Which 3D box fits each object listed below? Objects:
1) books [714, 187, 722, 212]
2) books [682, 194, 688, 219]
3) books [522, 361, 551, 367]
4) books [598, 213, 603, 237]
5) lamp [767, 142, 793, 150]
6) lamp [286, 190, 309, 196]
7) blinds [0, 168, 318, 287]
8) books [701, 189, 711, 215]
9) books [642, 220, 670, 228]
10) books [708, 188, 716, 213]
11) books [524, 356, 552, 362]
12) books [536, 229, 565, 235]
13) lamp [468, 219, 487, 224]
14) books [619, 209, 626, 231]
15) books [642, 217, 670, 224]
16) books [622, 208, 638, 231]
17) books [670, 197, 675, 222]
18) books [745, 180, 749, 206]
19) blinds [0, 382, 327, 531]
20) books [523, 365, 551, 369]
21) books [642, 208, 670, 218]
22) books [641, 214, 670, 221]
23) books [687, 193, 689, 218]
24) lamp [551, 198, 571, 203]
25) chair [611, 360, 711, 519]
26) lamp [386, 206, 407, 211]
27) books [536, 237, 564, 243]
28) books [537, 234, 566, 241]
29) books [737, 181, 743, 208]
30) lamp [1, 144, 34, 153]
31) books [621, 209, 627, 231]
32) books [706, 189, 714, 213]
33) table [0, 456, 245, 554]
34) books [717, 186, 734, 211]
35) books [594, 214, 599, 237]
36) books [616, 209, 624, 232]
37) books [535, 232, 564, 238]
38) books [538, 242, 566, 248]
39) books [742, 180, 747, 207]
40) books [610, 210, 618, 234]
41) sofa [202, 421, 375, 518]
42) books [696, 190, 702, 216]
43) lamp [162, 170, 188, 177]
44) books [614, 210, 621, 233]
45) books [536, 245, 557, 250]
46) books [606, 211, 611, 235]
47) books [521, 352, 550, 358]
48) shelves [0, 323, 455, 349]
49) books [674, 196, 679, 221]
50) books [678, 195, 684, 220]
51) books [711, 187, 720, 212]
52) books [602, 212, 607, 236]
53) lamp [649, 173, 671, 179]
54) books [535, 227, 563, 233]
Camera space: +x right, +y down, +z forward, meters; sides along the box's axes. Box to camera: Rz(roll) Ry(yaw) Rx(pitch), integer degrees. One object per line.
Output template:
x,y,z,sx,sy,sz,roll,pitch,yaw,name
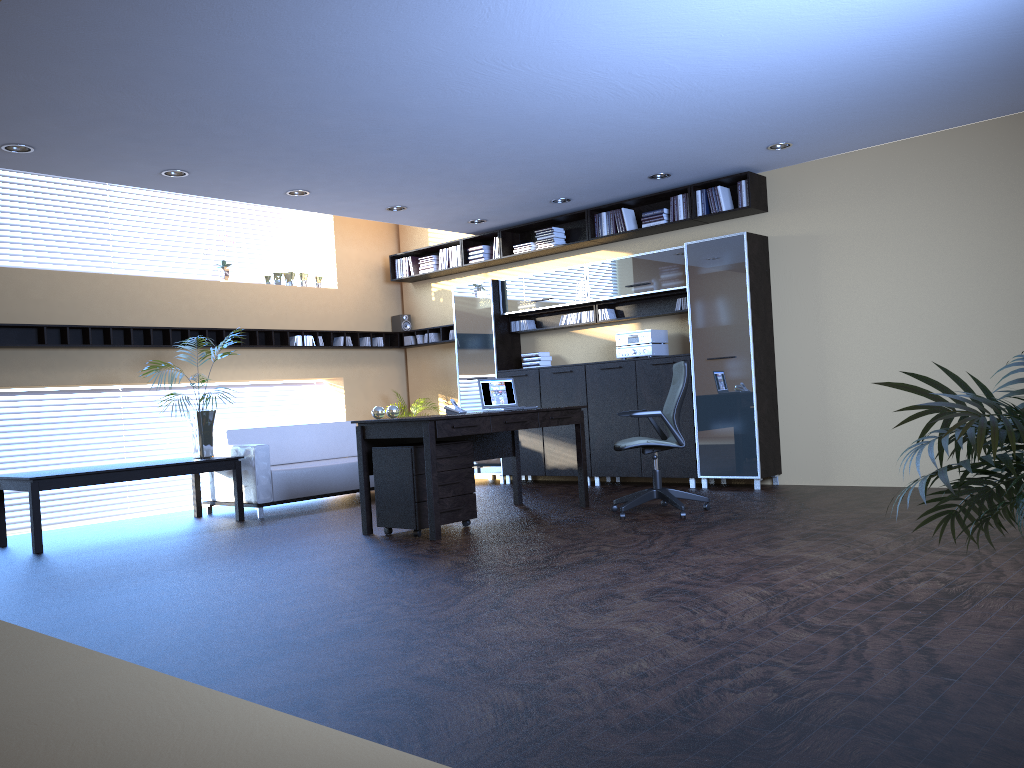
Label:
2.053,-1.780,8.625,0.075,0.260,0.207,-3,0,41,books
1.781,-1.759,8.870,0.050,0.258,0.207,-3,0,42,books
0.286,-0.235,10.300,0.258,0.050,0.207,-4,-1,42,books
1.011,-1.700,9.570,0.050,0.258,0.207,-3,0,42,books
2.308,-2.094,7.642,0.208,0.096,0.209,-3,-1,-30,lamp
-1.992,-1.820,8.239,0.209,0.096,0.208,-4,-1,12,lamp
-4.361,-1.846,9.552,0.039,1.461,5.387,-3,0,42,blinds
1.933,-1.771,8.730,0.050,0.258,0.207,-3,0,41,books
1.507,-1.633,9.140,0.258,0.050,0.207,-4,-1,41,books
2.005,-1.777,8.666,0.075,0.260,0.207,-3,0,41,books
0.299,-0.287,10.299,0.258,0.050,0.207,-4,-1,42,books
0.437,-1.714,10.061,0.258,0.028,0.207,-4,-1,41,books
-0.394,-1.886,10.044,0.208,0.096,0.209,-3,-1,-30,lamp
1.218,-1.714,9.375,0.072,0.258,0.207,-3,0,42,books
1.507,-1.676,9.127,0.258,0.031,0.207,-4,-1,42,books
1.245,-1.718,9.339,0.072,0.258,0.207,-3,0,41,books
1.666,-1.750,8.979,0.055,0.260,0.207,-3,0,42,books
2.290,-1.798,8.419,0.050,0.258,0.207,-3,0,41,books
-4.203,0.726,9.574,0.047,1.367,5.387,-3,0,42,blinds
0.294,-0.184,10.290,0.258,0.050,0.207,-4,-1,42,books
1.505,-1.748,9.115,0.258,0.050,0.207,-4,-1,42,books
1.496,-1.706,9.135,0.258,0.031,0.207,-4,-1,41,books
1.819,-1.762,8.835,0.050,0.258,0.207,-3,0,42,books
0.507,-1.956,9.243,0.209,0.096,0.208,-4,-1,36,lamp
1.179,0.427,7.116,0.768,1.216,0.832,-4,0,-2,chair
-1.193,-1.853,9.141,0.209,0.096,0.208,-4,-1,24,lamp
0.434,-1.627,10.100,0.258,0.028,0.207,-4,-1,41,books
0.449,-1.658,10.073,0.258,0.028,0.207,-4,-1,41,books
2.230,-1.794,8.487,0.050,0.258,0.207,-3,0,41,books
-3.590,-1.753,6.434,0.208,0.096,0.209,-4,-1,42,lamp
1.245,-1.718,9.373,0.072,0.258,0.207,-3,0,42,books
1.996,-1.775,8.704,0.075,0.260,0.207,-3,0,42,books
-3.470,1.035,7.954,0.898,0.603,1.893,-4,-1,42,table
2.076,-1.782,8.603,0.075,0.260,0.207,-3,0,41,books
0.972,-1.697,9.605,0.050,0.258,0.207,-3,0,42,books
1.197,-1.714,9.400,0.075,0.260,0.207,-3,0,42,books
0.432,-1.685,10.072,0.258,0.028,0.207,-4,-1,41,books
0.460,-1.572,10.064,0.258,0.028,0.207,-4,-1,42,books
2.256,-1.796,8.449,0.036,0.258,0.207,-3,0,42,books
1.126,-1.709,9.466,0.050,0.258,0.207,-3,0,42,books
-2.124,0.854,9.489,1.015,0.848,2.055,-4,-1,42,sofa
1.894,-1.768,8.764,0.050,0.258,0.207,-3,0,41,books
-2.791,-1.786,7.337,0.209,0.096,0.208,-4,-1,12,lamp
1.173,-1.712,9.421,0.075,0.260,0.207,-3,0,42,books
0.439,-1.542,10.071,0.258,0.028,0.207,-4,-1,41,books
1.089,-1.706,9.502,0.050,0.258,0.207,-3,0,42,books
0.273,-0.337,10.305,0.258,0.050,0.207,-4,-1,41,books
-3.243,-0.527,9.239,1.250,0.213,6.617,-4,-1,42,shelves
1.708,-1.754,8.945,0.050,0.258,0.207,-3,0,42,books
1.741,-1.756,8.904,0.050,0.258,0.207,-3,0,41,books
2.032,-1.779,8.649,0.075,0.260,0.207,-3,0,42,books
1.046,-1.703,9.531,0.050,0.258,0.207,-3,0,42,books
1.407,-2.025,8.443,0.209,0.096,0.208,-4,-1,36,lamp
0.422,-1.741,10.078,0.258,0.028,0.207,-4,-1,42,books
